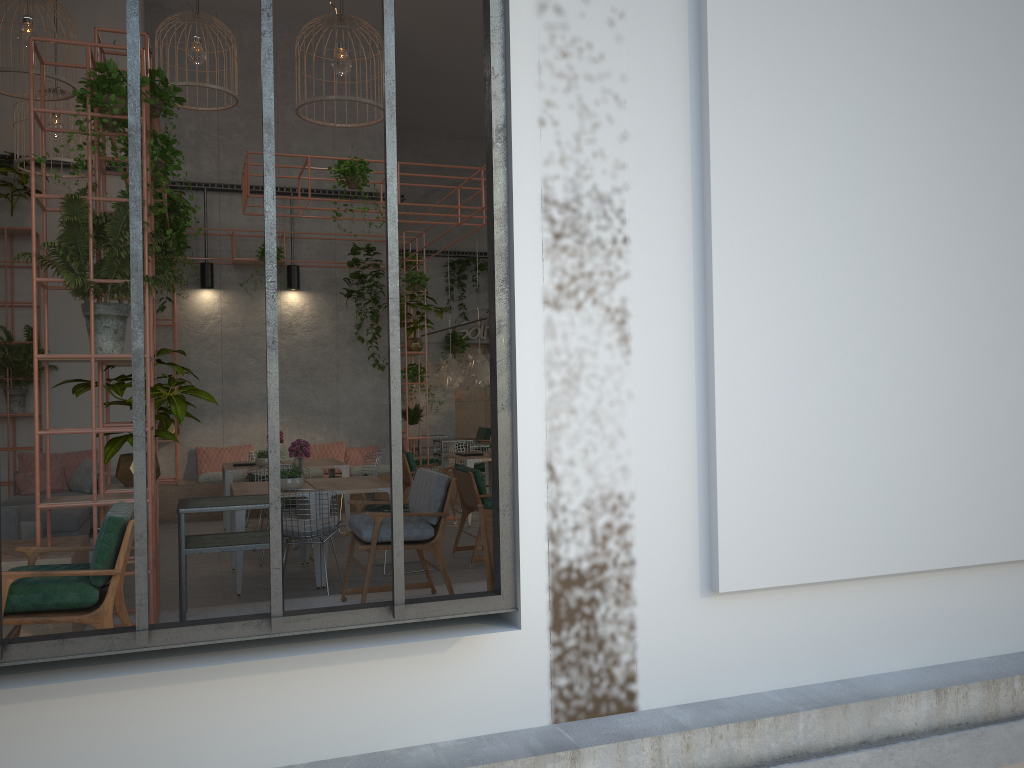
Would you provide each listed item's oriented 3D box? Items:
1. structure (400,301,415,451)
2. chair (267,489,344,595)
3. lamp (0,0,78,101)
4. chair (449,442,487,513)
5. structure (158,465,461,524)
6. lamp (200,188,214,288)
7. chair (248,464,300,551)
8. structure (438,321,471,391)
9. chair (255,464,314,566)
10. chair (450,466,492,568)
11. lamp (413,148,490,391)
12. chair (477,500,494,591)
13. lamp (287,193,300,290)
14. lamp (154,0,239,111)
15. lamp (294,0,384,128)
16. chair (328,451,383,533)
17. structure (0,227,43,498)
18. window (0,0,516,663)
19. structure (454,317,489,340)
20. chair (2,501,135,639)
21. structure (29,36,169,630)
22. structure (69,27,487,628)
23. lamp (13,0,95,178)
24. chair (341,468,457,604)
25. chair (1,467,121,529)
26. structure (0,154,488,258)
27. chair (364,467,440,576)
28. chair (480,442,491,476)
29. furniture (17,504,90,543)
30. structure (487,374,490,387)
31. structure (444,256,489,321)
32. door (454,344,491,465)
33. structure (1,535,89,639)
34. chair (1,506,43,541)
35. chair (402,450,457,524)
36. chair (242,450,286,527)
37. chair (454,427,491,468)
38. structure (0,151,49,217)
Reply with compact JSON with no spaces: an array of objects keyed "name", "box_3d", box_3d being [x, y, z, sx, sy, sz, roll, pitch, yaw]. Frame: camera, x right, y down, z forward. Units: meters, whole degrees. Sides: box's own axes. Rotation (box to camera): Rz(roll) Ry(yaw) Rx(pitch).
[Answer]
[{"name":"structure","box_3d":[-2.419,0.068,18.731,0.630,3.597,0.430,-1,0,-20]},{"name":"chair","box_3d":[-1.669,1.287,7.237,0.565,0.941,0.717,-1,0,-3]},{"name":"lamp","box_3d":[-4.868,-4.711,8.885,0.883,3.476,0.883,-1,-1,33]},{"name":"chair","box_3d":[-0.555,1.308,12.506,0.565,0.941,0.717,-1,0,-18]},{"name":"structure","box_3d":[-3.720,1.615,15.209,4.386,0.500,5.831,-1,0,-20]},{"name":"lamp","box_3d":[-4.379,-2.092,12.707,0.179,1.425,0.185,-1,0,-20]},{"name":"chair","box_3d":[-2.585,1.325,9.814,0.565,0.941,0.717,-1,0,-3]},{"name":"structure","box_3d":[-1.338,-0.612,19.432,0.921,1.527,0.950,-1,0,14]},{"name":"chair","box_3d":[-2.299,1.313,8.983,0.565,0.941,0.717,-1,0,-18]},{"name":"chair","box_3d":[-0.192,1.275,8.783,0.685,0.917,0.722,-1,0,-20]},{"name":"lamp","box_3d":[-1.173,-1.904,16.497,0.704,4.052,4.456,-1,0,-20]},{"name":"chair","box_3d":[0.255,1.047,4.660,0.722,0.917,0.685,-1,0,20]},{"name":"lamp","box_3d":[-3.241,-2.110,13.112,0.179,1.425,0.185,-1,0,-20]},{"name":"lamp","box_3d":[-3.566,-4.944,9.980,0.883,3.476,0.883,-1,-1,33]},{"name":"lamp","box_3d":[-1.683,-4.355,8.621,0.883,3.476,0.883,-1,-1,33]},{"name":"chair","box_3d":[-1.960,1.323,11.026,0.717,0.941,0.565,-1,-1,-23]},{"name":"structure","box_3d":[-6.229,-0.126,11.023,0.624,3.596,0.424,-1,0,-20]},{"name":"window","box_3d":[-1.966,-1.830,2.869,4.126,5.544,0.089,-1,0,-20]},{"name":"structure","box_3d":[-0.661,-1.235,19.625,1.312,0.505,0.063,-1,0,-20]},{"name":"chair","box_3d":[-2.178,1.085,4.349,0.685,0.929,0.722,-1,0,-20]},{"name":"structure","box_3d":[-2.432,-0.242,5.297,0.748,3.623,0.722,-1,0,-20]},{"name":"structure","box_3d":[-3.154,-0.547,12.757,4.501,4.345,14.096,-1,0,-21]},{"name":"lamp","box_3d":[-5.401,-4.269,10.472,0.883,3.476,0.883,-1,-1,33]},{"name":"chair","box_3d":[-0.781,1.073,6.083,0.685,0.929,0.722,-1,0,-20]},{"name":"chair","box_3d":[-4.933,1.304,9.745,1.127,0.672,1.052,-1,0,-20]},{"name":"structure","box_3d":[-0.413,-2.914,11.776,15.603,0.110,15.203,-1,0,-20]},{"name":"chair","box_3d":[-1.044,1.285,8.449,0.717,0.941,0.565,-1,-1,-23]},{"name":"chair","box_3d":[-0.210,1.347,16.748,0.685,0.930,0.722,-1,0,-20]},{"name":"furniture","box_3d":[-4.585,1.400,8.450,0.941,0.446,0.975,-1,0,-20]},{"name":"structure","box_3d":[-0.108,-0.612,19.914,0.950,1.527,0.921,-1,0,-21]},{"name":"structure","box_3d":[-0.636,-2.075,19.533,1.939,1.514,0.856,-1,-1,-26]},{"name":"door","box_3d":[-0.843,0.463,20.298,1.360,2.729,0.551,-1,0,-20]},{"name":"structure","box_3d":[-4.996,1.068,6.935,3.396,1.111,9.152,-1,0,-20]},{"name":"chair","box_3d":[-4.420,1.229,7.086,1.056,0.586,1.127,-1,0,-20]},{"name":"chair","box_3d":[-1.140,1.315,11.401,0.685,0.917,0.722,-1,0,-20]},{"name":"chair","box_3d":[-3.215,1.351,11.560,0.565,0.941,0.717,-1,0,-18]},{"name":"chair","box_3d":[-0.790,1.371,18.381,0.685,0.930,0.722,-1,0,-20]},{"name":"structure","box_3d":[-6.160,-2.474,10.932,0.934,0.803,0.903,-2,-1,42]}]
